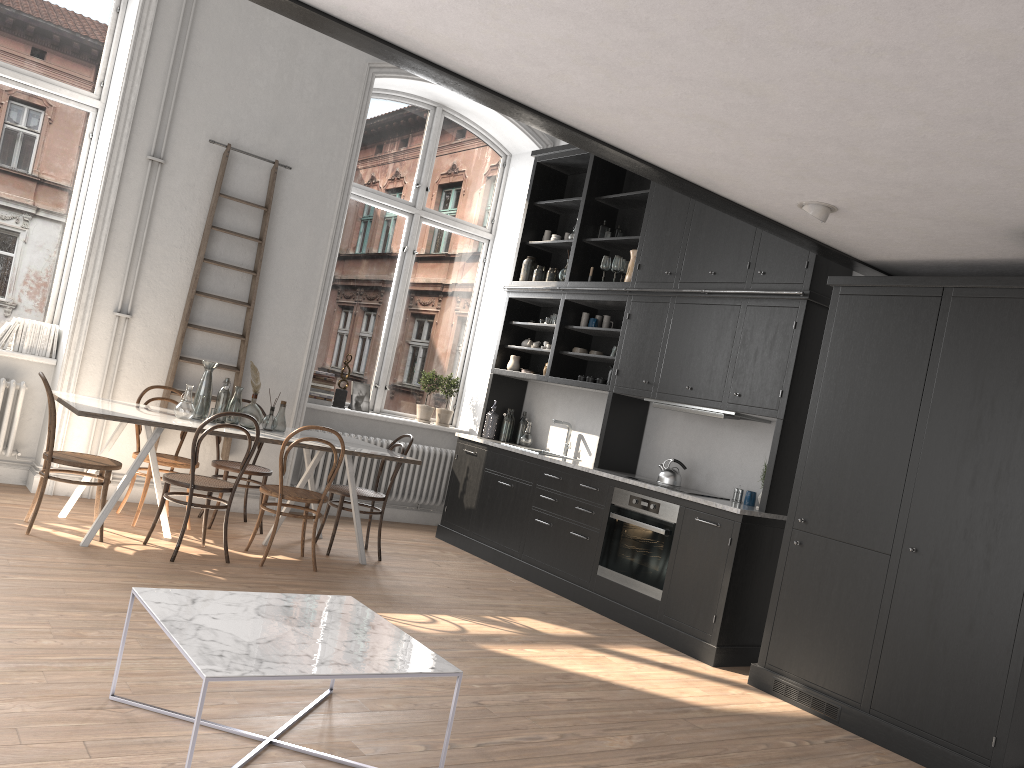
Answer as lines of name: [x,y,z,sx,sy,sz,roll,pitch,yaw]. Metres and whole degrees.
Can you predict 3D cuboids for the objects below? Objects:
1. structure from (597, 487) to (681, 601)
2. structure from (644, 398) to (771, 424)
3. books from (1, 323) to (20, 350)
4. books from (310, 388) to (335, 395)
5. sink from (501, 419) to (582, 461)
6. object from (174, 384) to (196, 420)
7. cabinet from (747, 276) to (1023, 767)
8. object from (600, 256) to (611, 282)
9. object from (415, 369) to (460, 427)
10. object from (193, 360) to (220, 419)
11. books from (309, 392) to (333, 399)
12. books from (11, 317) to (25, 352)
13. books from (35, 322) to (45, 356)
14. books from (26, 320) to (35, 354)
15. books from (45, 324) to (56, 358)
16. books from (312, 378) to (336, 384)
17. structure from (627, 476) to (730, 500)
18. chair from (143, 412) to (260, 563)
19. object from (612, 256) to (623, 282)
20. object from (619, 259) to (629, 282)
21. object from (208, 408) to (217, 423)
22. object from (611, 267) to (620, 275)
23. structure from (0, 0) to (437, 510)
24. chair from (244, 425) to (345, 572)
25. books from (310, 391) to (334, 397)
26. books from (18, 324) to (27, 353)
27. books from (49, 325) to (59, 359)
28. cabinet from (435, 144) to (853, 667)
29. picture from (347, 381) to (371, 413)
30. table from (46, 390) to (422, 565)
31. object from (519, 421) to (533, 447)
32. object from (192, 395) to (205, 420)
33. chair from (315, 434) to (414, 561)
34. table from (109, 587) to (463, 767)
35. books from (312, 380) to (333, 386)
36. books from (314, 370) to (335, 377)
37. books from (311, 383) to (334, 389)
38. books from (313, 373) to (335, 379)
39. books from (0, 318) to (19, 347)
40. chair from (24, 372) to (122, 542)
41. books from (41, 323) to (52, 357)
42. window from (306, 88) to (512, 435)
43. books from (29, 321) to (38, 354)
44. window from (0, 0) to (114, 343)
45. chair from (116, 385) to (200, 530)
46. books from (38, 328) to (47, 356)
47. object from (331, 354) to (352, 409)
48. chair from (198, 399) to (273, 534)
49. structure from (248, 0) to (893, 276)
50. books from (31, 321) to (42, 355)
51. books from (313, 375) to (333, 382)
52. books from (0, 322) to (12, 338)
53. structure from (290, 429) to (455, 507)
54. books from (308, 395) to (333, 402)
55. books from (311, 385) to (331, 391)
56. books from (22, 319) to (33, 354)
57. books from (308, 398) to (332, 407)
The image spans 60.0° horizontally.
structure: [1.051,1.103,6.101,0.619,0.623,0.621,12,-1,-36]
structure: [1.352,0.168,6.203,0.379,0.123,0.843,13,-2,-36]
books: [-3.609,-0.346,6.377,0.072,0.203,0.155,12,-1,-36]
books: [-1.712,0.053,7.778,0.246,0.028,0.193,13,-2,-41]
sink: [0.267,0.537,7.385,0.514,0.504,0.525,12,-1,-36]
object: [-2.057,0.113,5.609,0.132,0.219,0.132,11,-1,43]
cabinet: [2.222,0.666,4.669,0.634,2.371,1.400,12,-1,-36]
object: [0.743,-0.910,7.095,0.083,0.221,0.083,12,-1,-5]
object: [-0.723,0.126,8.501,0.234,0.524,0.500,11,-1,43]
object: [-2.046,0.039,5.904,0.116,0.383,0.116,12,-1,-25]
books: [-1.717,0.092,7.759,0.249,0.023,0.175,13,-2,-35]
books: [-3.579,-0.358,6.422,0.024,0.243,0.175,12,-1,-36]
books: [-3.462,-0.333,6.483,0.019,0.243,0.174,12,-1,-36]
books: [-3.511,-0.344,6.446,0.019,0.243,0.174,12,-1,-36]
books: [-3.407,-0.321,6.526,0.024,0.243,0.175,12,-1,-36]
books: [-1.691,-0.036,7.776,0.244,0.019,0.174,13,-2,-36]
structure: [1.135,0.717,6.112,0.428,0.011,0.592,13,-2,-36]
chair: [-1.866,0.586,5.377,0.438,0.920,0.549,12,-1,-41]
object: [0.820,-0.896,6.991,0.083,0.221,0.083,11,-1,10]
object: [0.882,-0.882,7.076,0.083,0.221,0.083,12,-1,-37]
object: [-1.939,0.204,5.746,0.058,0.094,0.058,12,-1,-8]
object: [0.834,-0.890,7.143,0.083,0.221,0.083,13,-1,-44]
structure: [-2.276,-1.274,6.909,5.186,4.473,0.340,12,-1,-36]
chair: [-1.383,0.693,5.693,0.438,0.920,0.549,12,-1,-25]
books: [-1.714,0.074,7.777,0.255,0.014,0.192,12,-2,-33]
books: [-3.551,-0.333,6.421,0.020,0.205,0.155,12,-1,-36]
books: [-3.381,-0.315,6.543,0.040,0.244,0.174,12,-1,-36]
cabinet: [0.849,-0.182,6.763,0.635,3.582,3.248,12,-1,-36]
picture: [-1.402,0.116,8.060,0.148,0.264,0.222,11,-1,38]
table: [-1.884,0.666,5.910,2.202,0.779,1.099,13,-2,-36]
object: [0.138,0.444,7.887,0.132,0.219,0.120,12,-1,-36]
object: [-2.036,0.153,5.787,0.084,0.158,0.083,12,-1,-40]
chair: [-1.076,0.774,6.447,0.549,0.920,0.437,12,-1,-24]
table: [-0.779,1.015,2.989,0.850,0.392,0.848,13,-2,-36]
books: [-1.691,-0.015,7.778,0.205,0.022,0.155,13,-2,-41]
books: [-1.684,-0.100,7.784,0.159,0.024,0.201,10,-2,44]
books: [-1.696,0.007,7.784,0.222,0.024,0.158,13,-2,-36]
books: [-1.679,-0.077,7.780,0.205,0.020,0.155,13,-2,-36]
books: [-3.625,-0.366,6.362,0.100,0.235,0.174,12,-1,-36]
chair: [-2.628,0.428,5.317,0.549,0.920,0.437,12,-1,-28]
books: [-3.439,-0.327,6.527,0.024,0.243,0.175,12,-1,-36]
window: [3.110,-4.599,14.537,14.397,15.933,26.379,12,-2,-36]
books: [-3.506,-0.342,6.471,0.019,0.243,0.174,12,-1,-36]
window: [-3.888,-1.802,6.189,1.624,2.842,0.013,12,-1,-36]
chair: [-2.405,0.494,6.141,0.438,0.920,0.549,12,-1,-38]
books: [-3.449,-0.311,6.497,0.020,0.205,0.155,12,-1,-36]
object: [-1.502,-0.030,7.918,0.122,0.488,0.102,12,-1,-12]
chair: [-1.999,0.588,6.542,0.438,0.920,0.549,12,-1,-29]
structure: [1.321,-1.493,2.007,5.932,1.213,4.155,13,-2,-36]
books: [-3.491,-0.339,6.488,0.024,0.243,0.175,12,-1,-36]
books: [-1.694,-0.058,7.771,0.231,0.023,0.162,12,-1,-20]
books: [-3.662,-0.354,6.342,0.105,0.194,0.155,12,-1,-37]
structure: [-1.215,0.762,8.026,1.578,0.552,0.194,13,-1,-36]
books: [-1.722,0.115,7.758,0.250,0.023,0.175,13,-2,-40]
books: [-1.700,0.030,7.777,0.205,0.022,0.155,12,-1,-22]
books: [-3.524,-0.347,6.426,0.024,0.243,0.175,12,-1,-36]
books: [-1.730,0.146,7.757,0.248,0.043,0.192,13,-2,-36]
